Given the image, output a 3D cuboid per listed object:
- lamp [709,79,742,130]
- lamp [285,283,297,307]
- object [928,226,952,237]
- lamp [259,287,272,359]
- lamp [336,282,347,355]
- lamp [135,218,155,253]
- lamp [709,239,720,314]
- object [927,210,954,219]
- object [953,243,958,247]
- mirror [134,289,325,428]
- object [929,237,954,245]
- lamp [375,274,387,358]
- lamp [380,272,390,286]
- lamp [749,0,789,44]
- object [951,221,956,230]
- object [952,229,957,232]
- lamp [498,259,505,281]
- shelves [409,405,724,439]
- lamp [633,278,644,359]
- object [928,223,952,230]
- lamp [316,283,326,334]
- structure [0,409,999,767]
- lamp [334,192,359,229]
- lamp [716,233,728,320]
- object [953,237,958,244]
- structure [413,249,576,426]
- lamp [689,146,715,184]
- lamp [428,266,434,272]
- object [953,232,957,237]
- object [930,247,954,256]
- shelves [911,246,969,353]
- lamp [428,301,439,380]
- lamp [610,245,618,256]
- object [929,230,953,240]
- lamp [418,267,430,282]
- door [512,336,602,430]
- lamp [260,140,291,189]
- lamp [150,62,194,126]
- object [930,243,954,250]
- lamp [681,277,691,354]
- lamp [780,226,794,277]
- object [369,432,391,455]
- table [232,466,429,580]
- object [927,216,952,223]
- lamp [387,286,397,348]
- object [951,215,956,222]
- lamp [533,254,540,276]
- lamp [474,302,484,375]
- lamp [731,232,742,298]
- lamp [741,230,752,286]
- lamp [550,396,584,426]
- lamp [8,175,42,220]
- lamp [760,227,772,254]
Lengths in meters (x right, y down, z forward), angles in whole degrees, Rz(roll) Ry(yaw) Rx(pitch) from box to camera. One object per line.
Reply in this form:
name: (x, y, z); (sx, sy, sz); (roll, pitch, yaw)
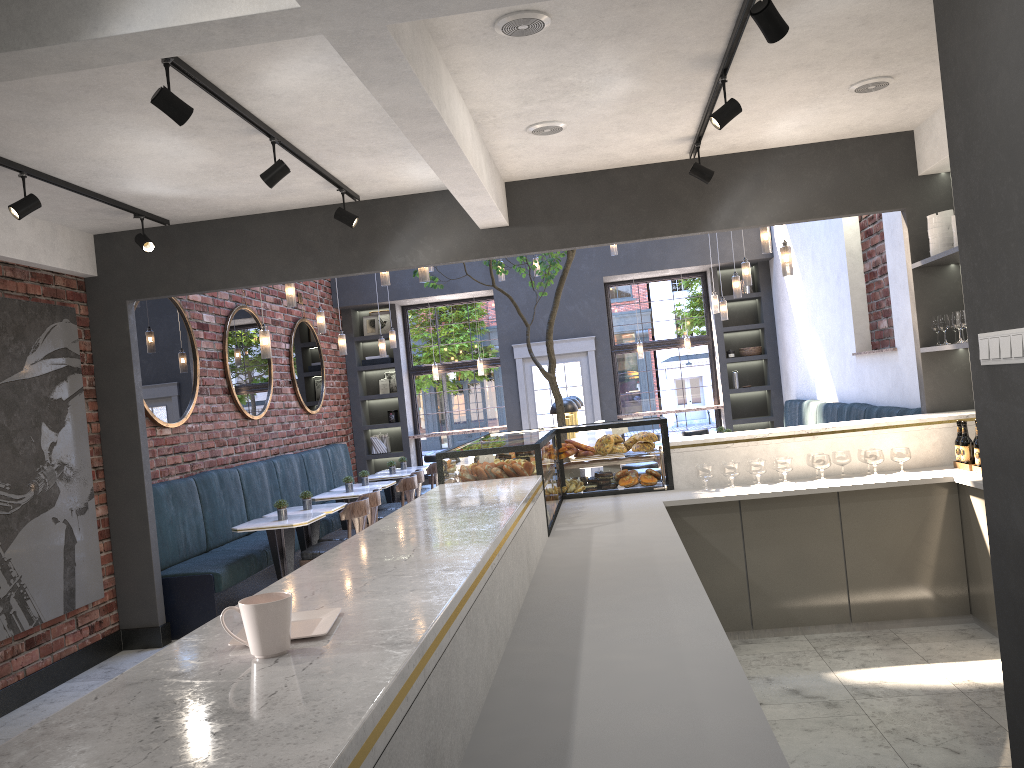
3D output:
lamp: (1.023, -1.343, 4.266); (0.157, 0.235, 0.087); (-6, 0, 0)
lamp: (-2.092, -2.703, 7.597); (0.078, 4.105, 0.078); (-6, 0, -9)
object: (2.692, -0.946, 5.559); (0.153, 0.060, 0.153); (-6, -1, -11)
lamp: (-2.118, -2.243, 6.915); (0.078, 4.105, 0.078); (-6, 0, -9)
lamp: (-1.994, -2.350, 9.406); (0.078, 4.105, 0.078); (-6, 0, 13)
lamp: (-2.420, -0.973, 5.836); (0.087, 0.235, 0.157); (-6, 0, -43)
lamp: (2.271, -2.902, 10.760); (0.078, 4.105, 0.078); (-6, 0, -9)
object: (2.681, -1.043, 5.553); (0.153, 0.070, 0.153); (-5, -1, -37)
object: (2.745, -0.826, 5.338); (0.153, 0.055, 0.153); (-5, -1, -32)
mirror: (-2.724, -0.382, 9.182); (0.036, 1.510, 4.773); (-6, -1, 6)
object: (2.703, -0.885, 5.560); (0.153, 0.062, 0.153); (-6, -1, 36)
lamp: (-1.740, -2.362, 10.566); (0.078, 4.105, 0.078); (-6, 0, -9)
lamp: (-1.302, -2.896, 7.694); (0.078, 4.105, 0.078); (-6, 0, 36)
lamp: (0.917, -1.346, 3.176); (0.157, 0.235, 0.087); (-5, 0, -45)
object: (2.731, -0.953, 5.334); (0.153, 0.060, 0.153); (-6, -1, -11)
object: (2.735, -0.924, 5.334); (0.154, 0.075, 0.153); (-6, -1, -26)
lamp: (-0.326, -3.247, 10.353); (0.078, 4.105, 0.078); (-6, 0, -9)
shelves: (0.733, 0.537, 12.531); (4.403, 0.043, 0.384); (-6, -1, 6)
lamp: (1.734, -1.068, 12.406); (0.078, 1.429, 0.078); (-6, 0, -32)
object: (2.689, -0.981, 5.556); (0.154, 0.076, 0.153); (-6, -1, 27)
lamp: (-2.082, -2.543, 8.766); (0.078, 4.105, 0.078); (-6, 0, 13)
structure: (1.163, 0.820, 3.046); (3.205, 1.300, 5.805); (-6, -1, 6)
lamp: (-1.069, -1.114, 5.693); (0.157, 0.238, 0.087); (-6, 0, 0)
lamp: (2.214, -2.770, 10.099); (0.078, 4.105, 0.078); (-6, 0, -9)
object: (2.743, -0.862, 5.336); (0.153, 0.074, 0.154); (-6, -1, 9)
structure: (0.327, -1.387, 7.982); (2.805, 5.988, 3.746); (-6, 0, -41)
lamp: (1.162, -1.343, 5.453); (0.157, 0.235, 0.087); (-6, 0, 0)
lamp: (-1.131, -3.318, 10.057); (0.078, 4.105, 0.078); (-6, 0, -9)
object: (2.741, -0.892, 5.335); (0.153, 0.062, 0.153); (-6, -1, 36)
object: (2.707, -0.819, 5.563); (0.153, 0.055, 0.153); (-5, -1, -32)
shelves: (2.596, -0.511, 3.986); (0.300, 0.580, 3.600); (-6, -1, 6)
lamp: (-1.159, -0.770, 12.717); (0.078, 1.429, 0.078); (-6, 0, 36)
lamp: (0.977, -3.534, 10.266); (0.078, 4.105, 0.078); (-6, 0, -9)
object: (2.697, -0.917, 5.559); (0.154, 0.075, 0.153); (-6, -1, -26)
lamp: (-0.875, -2.824, 6.778); (0.078, 4.105, 0.078); (-6, 0, 36)
door: (0.675, 0.517, 12.004); (1.132, 2.219, 0.152); (-6, 0, 6)
lamp: (-1.207, -1.115, 4.506); (0.157, 0.238, 0.087); (-6, 0, 0)
lamp: (-1.313, -1.117, 3.416); (0.157, 0.238, 0.087); (-5, 0, -45)
object: (2.705, -0.855, 5.561); (0.153, 0.074, 0.154); (-6, -1, 9)
lamp: (2.384, -1.135, 12.336); (0.078, 1.429, 0.078); (-6, 0, 36)
lamp: (1.828, -2.838, 6.542); (0.078, 4.105, 0.078); (-6, 0, -9)
object: (-1.904, 0.844, 12.802); (0.250, 0.323, 0.241); (-6, 0, 6)
table: (0.412, 1.243, 8.863); (4.599, 0.751, 4.830); (-6, -1, 6)
object: (2.688, -1.012, 5.554); (0.153, 0.067, 0.153); (-5, -1, -38)
lamp: (-1.693, -2.493, 11.136); (0.078, 4.105, 0.078); (-6, 0, -9)
object: (2.728, -0.988, 5.331); (0.154, 0.076, 0.153); (-6, -1, 27)
lamp: (0.108, -3.376, 10.936); (0.078, 4.105, 0.078); (-6, 0, -9)
lamp: (-0.509, -0.837, 12.647); (0.078, 1.429, 0.078); (-6, 0, -32)
lamp: (2.081, -2.916, 8.995); (0.078, 4.105, 0.078); (-6, 0, -32)
lamp: (2.005, -2.965, 8.326); (0.078, 4.105, 0.078); (-6, 0, -32)
lamp: (-0.577, -1.013, 5.483); (4.182, 3.256, 8.837); (-6, -1, -11)
lamp: (-2.557, -0.976, 4.647); (0.157, 0.238, 0.087); (-5, 0, -45)
lamp: (1.874, -3.111, 7.238); (0.078, 4.105, 0.078); (-6, 0, -9)
